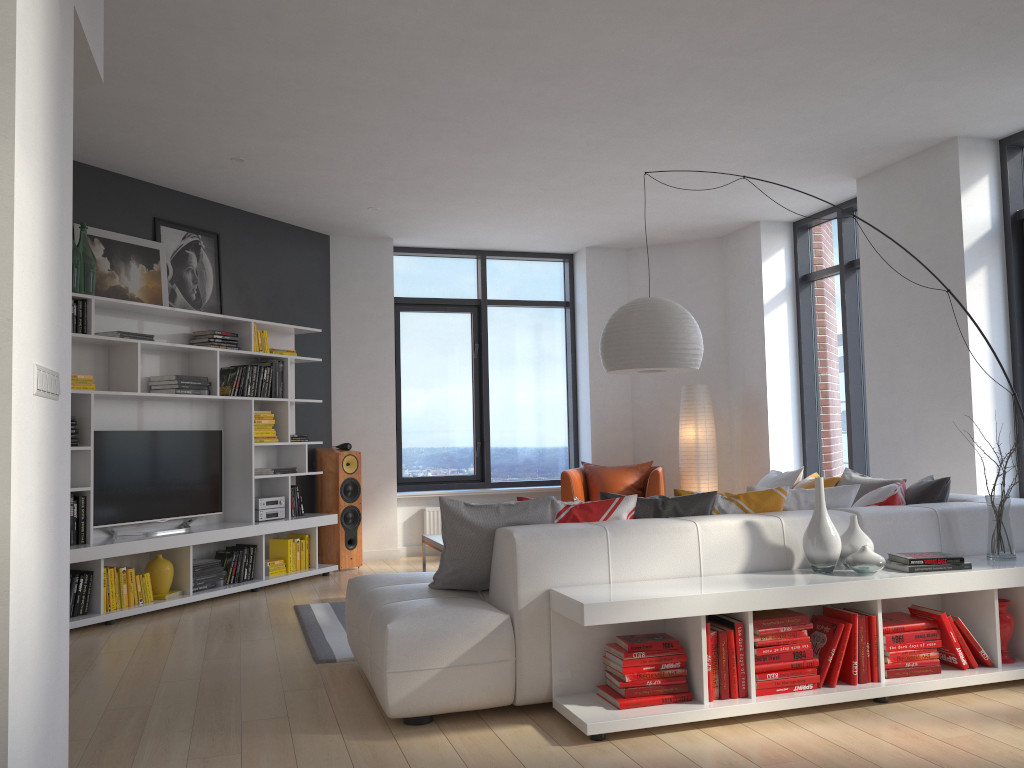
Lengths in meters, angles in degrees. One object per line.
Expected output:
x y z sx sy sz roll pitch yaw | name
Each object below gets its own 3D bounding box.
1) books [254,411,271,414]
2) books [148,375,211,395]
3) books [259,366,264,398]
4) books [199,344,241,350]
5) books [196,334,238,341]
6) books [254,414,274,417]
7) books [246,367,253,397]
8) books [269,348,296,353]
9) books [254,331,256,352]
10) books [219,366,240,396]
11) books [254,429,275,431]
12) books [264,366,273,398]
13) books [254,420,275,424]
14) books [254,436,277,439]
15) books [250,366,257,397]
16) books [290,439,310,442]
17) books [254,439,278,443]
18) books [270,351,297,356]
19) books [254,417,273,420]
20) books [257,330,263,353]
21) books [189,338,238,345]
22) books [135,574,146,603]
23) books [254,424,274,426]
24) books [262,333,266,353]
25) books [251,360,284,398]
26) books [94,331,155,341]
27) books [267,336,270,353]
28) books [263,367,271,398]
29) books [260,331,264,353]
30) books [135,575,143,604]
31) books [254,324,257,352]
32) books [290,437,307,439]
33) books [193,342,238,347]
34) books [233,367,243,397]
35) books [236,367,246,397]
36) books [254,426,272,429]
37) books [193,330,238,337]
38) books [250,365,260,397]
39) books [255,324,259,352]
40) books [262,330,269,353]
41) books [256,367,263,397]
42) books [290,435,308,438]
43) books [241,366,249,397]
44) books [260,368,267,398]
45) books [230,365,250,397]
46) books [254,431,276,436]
-2.055 0.229 7.042 0.163 0.023 0.223 -3 -4 32 | books
-2.386 0.018 6.380 0.277 0.137 0.343 -3 -4 23 | books
-2.043 -0.012 6.968 0.192 0.254 0.075 -3 -4 27 | books
-2.229 -0.265 6.677 0.214 0.030 0.284 -3 -4 31 | books
-2.225 -0.344 6.684 0.180 0.026 0.246 -3 -4 30 | books
-2.031 0.252 7.038 0.163 0.023 0.223 -3 -4 32 | books
-2.094 -0.010 6.864 0.179 0.243 0.068 -3 -4 26 | books
-1.926 -0.263 7.230 0.203 0.024 0.257 -3 -4 31 | books
-2.059 -0.356 6.878 0.161 0.229 0.041 -3 -4 27 | books
-2.165 -0.014 6.732 0.182 0.234 0.104 -3 -4 28 | books
-2.040 0.366 7.021 0.189 0.014 0.251 -3 -4 31 | books
-1.997 -0.011 7.055 0.197 0.260 0.066 -3 -4 28 | books
-2.031 0.303 7.035 0.176 0.033 0.239 -3 -4 31 | books
-2.022 0.427 7.010 0.203 0.024 0.257 -3 -4 31 | books
-2.080 -0.013 6.899 0.191 0.249 0.084 -3 -4 28 | books
-1.804 0.468 7.311 0.161 0.023 0.213 -3 -4 31 | books
-2.012 0.452 7.007 0.194 0.028 0.257 -4 -4 33 | books
-1.917 -0.237 7.227 0.194 0.028 0.257 -4 -4 33 | books
-2.037 0.275 7.032 0.160 0.022 0.227 -5 -5 43 | books
-2.024 -0.327 6.954 0.132 0.180 0.054 -3 -4 28 | books
-2.250 -0.315 6.692 0.214 0.030 0.284 -3 -4 31 | books
-2.452 1.332 5.780 0.134 0.187 0.046 -3 -4 27 | books
-2.037 0.328 7.025 0.171 0.019 0.239 -3 -4 28 | books
-1.989 -0.317 6.978 0.108 0.161 0.046 -3 -4 27 | books
-1.977 -0.030 7.155 0.259 0.321 0.128 -3 -4 28 | books
-2.607 -0.310 5.951 0.250 0.047 0.310 -3 -4 23 | books
-1.988 -0.326 7.031 0.142 0.184 0.044 -3 -4 29 | books
-2.011 -0.007 7.024 0.191 0.249 0.084 -3 -4 28 | books
-2.008 -0.326 6.968 0.128 0.178 0.044 -3 -4 27 | books
-2.469 1.331 5.765 0.138 0.188 0.056 -3 -4 28 | books
-2.065 -0.352 6.907 0.163 0.224 0.041 -3 -4 26 | books
-1.807 0.449 7.312 0.142 0.015 0.198 -3 -4 26 | books
-2.233 -0.290 6.679 0.189 0.020 0.264 -3 -4 26 | books
-2.153 -0.011 6.764 0.187 0.234 0.096 -3 -4 28 | books
-2.127 -0.011 6.785 0.169 0.233 0.081 -3 -4 27 | books
-2.027 0.347 7.005 0.145 0.023 0.217 -4 -4 32 | books
-2.237 -0.370 6.689 0.209 0.030 0.266 -3 -4 21 | books
-2.066 -0.017 6.930 0.197 0.260 0.066 -3 -4 28 | books
-2.058 -0.350 6.938 0.164 0.224 0.054 -3 -4 27 | books
-1.991 -0.327 7.007 0.141 0.184 0.064 -3 -4 29 | books
-2.030 -0.007 6.935 0.172 0.242 0.069 -3 -4 29 | books
-1.820 0.431 7.322 0.161 0.023 0.213 -3 -4 31 | books
-2.099 -0.013 6.810 0.172 0.242 0.069 -3 -4 29 | books
-2.019 -0.007 6.985 0.179 0.243 0.071 -3 -4 27 | books
-2.112 -0.018 6.843 0.192 0.254 0.075 -3 -4 27 | books
-2.026 0.394 7.015 0.189 0.042 0.243 -3 -4 28 | books
